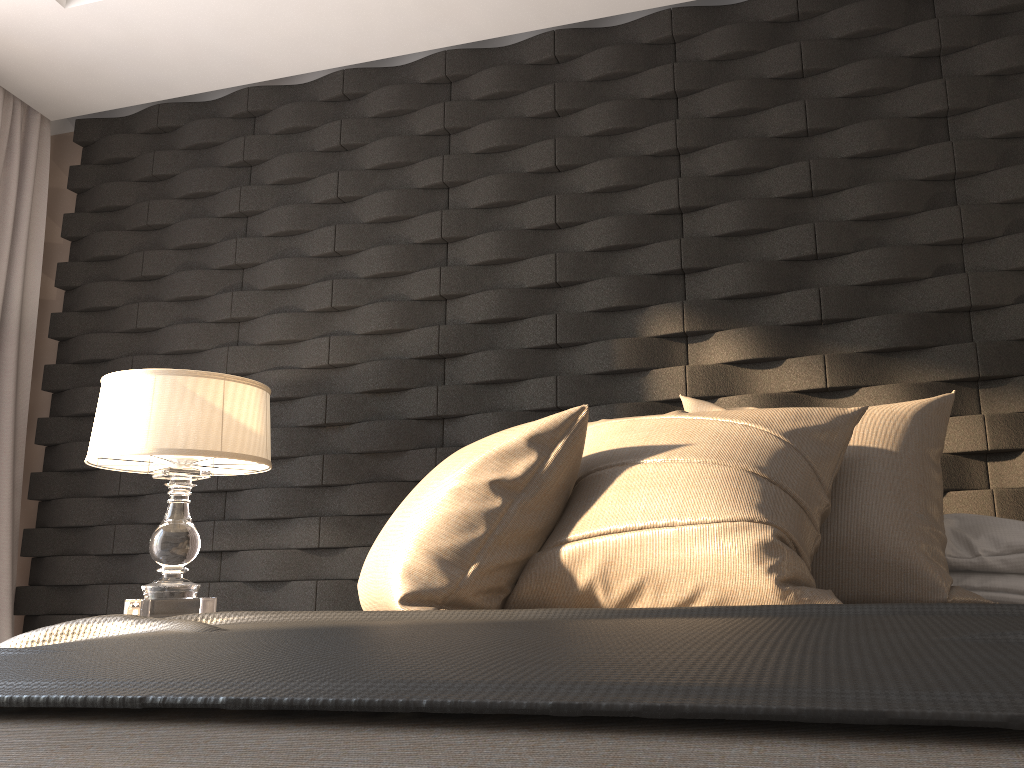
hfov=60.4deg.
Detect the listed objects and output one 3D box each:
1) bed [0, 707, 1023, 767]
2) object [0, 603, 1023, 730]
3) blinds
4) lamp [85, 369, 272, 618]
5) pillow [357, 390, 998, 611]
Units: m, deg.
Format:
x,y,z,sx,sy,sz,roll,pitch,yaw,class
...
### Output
x,y,z,sx,sy,sz,roll,pitch,yaw,class
0.173,0.663,1.262,2.220,0.625,2.362,-5,-13,18,bed
0.004,0.398,0.875,1.993,0.323,0.635,-5,-13,15,object
-1.841,0.002,2.771,0.334,2.646,1.016,-2,-13,12,blinds
-0.912,0.314,2.412,0.490,0.632,0.441,10,-16,-38,lamp
0.285,0.201,1.764,1.217,0.519,0.928,-5,-13,19,pillow
